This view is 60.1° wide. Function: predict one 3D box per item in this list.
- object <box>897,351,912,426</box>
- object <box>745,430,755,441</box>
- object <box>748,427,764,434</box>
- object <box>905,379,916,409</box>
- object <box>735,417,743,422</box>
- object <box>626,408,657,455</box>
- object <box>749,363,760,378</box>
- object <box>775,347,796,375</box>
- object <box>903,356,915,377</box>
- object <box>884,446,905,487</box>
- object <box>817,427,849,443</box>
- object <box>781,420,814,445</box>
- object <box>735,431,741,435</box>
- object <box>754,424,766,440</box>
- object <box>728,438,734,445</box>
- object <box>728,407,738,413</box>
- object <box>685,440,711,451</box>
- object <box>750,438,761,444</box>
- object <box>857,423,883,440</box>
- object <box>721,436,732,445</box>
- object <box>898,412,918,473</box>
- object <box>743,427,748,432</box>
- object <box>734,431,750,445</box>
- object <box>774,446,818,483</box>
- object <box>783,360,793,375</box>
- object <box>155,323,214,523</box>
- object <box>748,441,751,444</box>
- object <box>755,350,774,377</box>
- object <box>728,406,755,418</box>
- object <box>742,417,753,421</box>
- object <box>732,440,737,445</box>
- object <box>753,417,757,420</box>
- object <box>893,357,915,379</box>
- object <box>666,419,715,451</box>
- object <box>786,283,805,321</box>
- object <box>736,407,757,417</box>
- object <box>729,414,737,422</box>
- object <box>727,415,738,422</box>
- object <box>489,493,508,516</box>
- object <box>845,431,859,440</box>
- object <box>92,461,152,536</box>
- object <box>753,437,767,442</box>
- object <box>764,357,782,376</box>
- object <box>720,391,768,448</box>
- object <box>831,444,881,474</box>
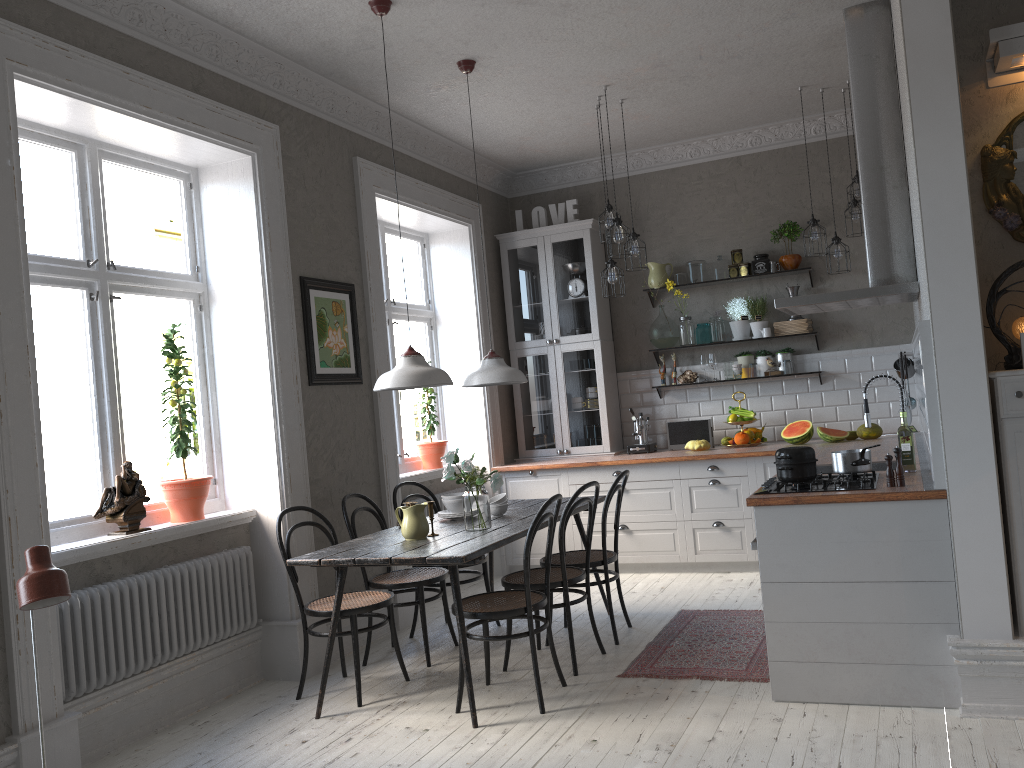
[{"bbox_3d":[2.314,0.031,5.252,0.080,0.443,0.334,-6,-1,24],"label":"object"},{"bbox_3d":[1.794,0.390,6.715,0.089,0.078,0.087,-4,-2,-41],"label":"object"},{"bbox_3d":[1.862,0.357,6.766,0.125,0.056,0.060,-5,-1,15],"label":"object"},{"bbox_3d":[2.710,-0.012,6.060,0.076,0.378,0.084,-6,-1,23],"label":"object"},{"bbox_3d":[1.728,0.279,6.734,0.062,0.061,0.067,-6,-1,23],"label":"object"},{"bbox_3d":[1.006,0.367,7.034,0.203,0.370,0.358,-6,-1,23],"label":"object"},{"bbox_3d":[1.883,-0.106,6.897,0.077,0.108,0.078,-5,-1,16],"label":"object"},{"bbox_3d":[2.134,-0.179,6.890,0.156,0.213,0.155,-6,-1,21],"label":"object"},{"bbox_3d":[2.535,-0.113,5.703,0.106,0.161,0.139,-6,-1,25],"label":"object"},{"bbox_3d":[1.576,0.339,3.652,0.072,0.167,0.036,-6,-1,22],"label":"object"},{"bbox_3d":[2.298,0.358,6.321,0.223,0.127,0.149,-5,-1,5],"label":"object"},{"bbox_3d":[2.082,0.357,6.464,0.231,0.174,0.222,-6,-2,45],"label":"object"},{"bbox_3d":[1.786,0.395,6.851,0.157,0.076,0.077,-4,-2,-41],"label":"object"},{"bbox_3d":[1.885,0.361,6.748,0.128,0.120,0.060,-4,-2,-43],"label":"object"},{"bbox_3d":[1.698,0.439,6.791,0.090,0.057,0.084,-4,-2,-35],"label":"object"},{"bbox_3d":[1.693,0.196,6.783,0.073,0.058,0.051,-5,-1,-1],"label":"object"},{"bbox_3d":[1.413,0.467,6.743,0.194,0.083,0.192,-6,-1,23],"label":"object"},{"bbox_3d":[1.840,0.432,6.688,0.069,0.051,0.088,-5,-1,-19],"label":"object"},{"bbox_3d":[2.563,0.338,6.350,0.206,0.119,0.131,-5,-1,-15],"label":"object"},{"bbox_3d":[1.676,0.438,6.839,0.155,0.072,0.075,-4,-2,-38],"label":"object"},{"bbox_3d":[1.847,0.270,4.123,0.088,0.282,0.083,-6,-1,23],"label":"object"},{"bbox_3d":[1.811,0.381,6.833,0.084,0.093,0.088,-6,-1,19],"label":"object"},{"bbox_3d":[1.728,0.406,6.660,0.114,0.110,0.110,-5,-1,-10],"label":"object"},{"bbox_3d":[1.244,0.352,3.878,0.190,0.147,0.193,-5,-1,3],"label":"object"},{"bbox_3d":[2.108,-0.130,6.776,0.077,0.108,0.078,-5,-1,16],"label":"object"},{"bbox_3d":[-1.651,0.184,4.401,0.275,0.991,0.265,-5,-1,-28],"label":"object"},{"bbox_3d":[1.779,0.444,6.719,0.070,0.065,0.070,-6,-2,44],"label":"object"},{"bbox_3d":[1.980,-0.165,6.943,0.150,0.214,0.170,-4,-1,-37],"label":"object"},{"bbox_3d":[1.753,0.211,6.754,0.207,0.101,0.068,-6,-1,29],"label":"object"},{"bbox_3d":[1.792,0.275,6.745,0.076,0.062,0.100,-5,-1,-4],"label":"object"},{"bbox_3d":[1.719,0.446,6.799,0.069,0.076,0.230,-5,-1,6],"label":"object"},{"bbox_3d":[1.842,0.268,6.758,0.051,0.050,0.050,-6,-1,32],"label":"object"},{"bbox_3d":[2.475,-0.110,5.589,0.106,0.161,0.139,-6,-2,40],"label":"object"},{"bbox_3d":[1.402,0.401,6.968,0.346,0.226,0.089,-6,-1,22],"label":"object"},{"bbox_3d":[2.170,-0.630,6.814,0.130,0.287,0.131,-5,-1,8],"label":"object"},{"bbox_3d":[1.807,0.217,6.806,0.177,0.096,0.090,-6,-2,43],"label":"object"},{"bbox_3d":[1.682,0.260,6.736,0.058,0.069,0.080,-6,-2,42],"label":"object"},{"bbox_3d":[1.701,0.276,6.811,0.095,0.078,0.102,-5,-1,10],"label":"object"},{"bbox_3d":[-0.082,0.669,4.895,0.122,0.119,0.130,-6,-2,39],"label":"object"},{"bbox_3d":[2.461,0.373,6.446,0.202,0.073,0.119,-5,-1,-14],"label":"object"},{"bbox_3d":[-1.781,0.519,4.030,0.118,0.329,0.241,-6,-1,25],"label":"object"},{"bbox_3d":[1.873,0.422,6.808,0.055,0.044,0.213,-4,-1,-28],"label":"object"},{"bbox_3d":[2.015,-0.136,6.834,0.119,0.147,0.100,-5,-1,-9],"label":"object"},{"bbox_3d":[1.756,0.268,6.782,0.350,0.425,0.354,-5,-1,8],"label":"object"},{"bbox_3d":[1.583,0.332,3.990,0.178,0.134,0.298,-4,-1,-32],"label":"object"}]
